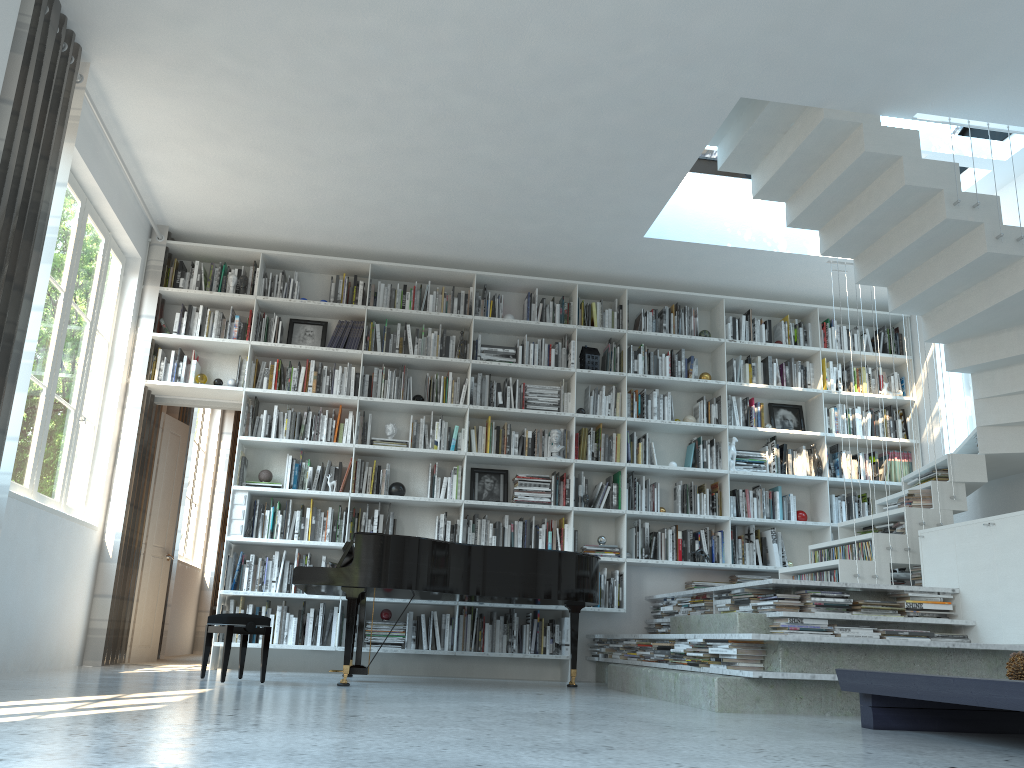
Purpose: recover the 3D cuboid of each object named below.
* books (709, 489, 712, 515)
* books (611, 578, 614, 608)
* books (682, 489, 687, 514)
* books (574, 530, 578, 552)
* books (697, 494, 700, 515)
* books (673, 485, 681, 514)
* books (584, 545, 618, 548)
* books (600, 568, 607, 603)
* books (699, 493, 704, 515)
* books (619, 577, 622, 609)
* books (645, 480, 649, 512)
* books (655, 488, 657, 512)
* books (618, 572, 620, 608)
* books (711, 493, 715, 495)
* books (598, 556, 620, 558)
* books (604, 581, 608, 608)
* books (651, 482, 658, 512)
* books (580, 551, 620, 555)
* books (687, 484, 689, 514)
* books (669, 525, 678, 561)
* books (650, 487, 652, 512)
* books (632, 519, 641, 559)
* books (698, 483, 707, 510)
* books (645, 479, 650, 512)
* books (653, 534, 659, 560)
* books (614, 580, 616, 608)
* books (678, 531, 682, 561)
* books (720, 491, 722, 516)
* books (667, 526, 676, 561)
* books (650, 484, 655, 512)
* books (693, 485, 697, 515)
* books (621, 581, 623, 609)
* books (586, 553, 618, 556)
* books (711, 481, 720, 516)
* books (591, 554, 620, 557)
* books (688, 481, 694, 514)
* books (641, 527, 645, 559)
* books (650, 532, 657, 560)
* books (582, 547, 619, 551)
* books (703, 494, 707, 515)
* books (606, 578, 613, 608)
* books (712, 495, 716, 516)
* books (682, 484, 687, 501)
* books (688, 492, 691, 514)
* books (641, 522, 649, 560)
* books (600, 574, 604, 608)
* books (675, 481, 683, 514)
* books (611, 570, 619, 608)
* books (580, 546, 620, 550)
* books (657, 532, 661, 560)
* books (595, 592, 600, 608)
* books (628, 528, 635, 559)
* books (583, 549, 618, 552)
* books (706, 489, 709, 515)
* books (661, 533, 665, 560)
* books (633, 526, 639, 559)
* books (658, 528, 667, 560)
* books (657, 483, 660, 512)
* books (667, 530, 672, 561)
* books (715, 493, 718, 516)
[{"bbox_3d":[1.577,0.976,7.155,0.021,0.231,0.155,5,-16,-8],"label":"books"},{"bbox_3d":[0.749,1.596,6.750,0.012,0.225,0.149,5,-16,-8],"label":"books"},{"bbox_3d":[1.362,0.962,7.108,0.016,0.215,0.178,5,-16,-8],"label":"books"},{"bbox_3d":[0.481,1.251,6.906,0.030,0.210,0.137,5,-16,-8],"label":"books"},{"bbox_3d":[1.464,0.984,7.111,0.018,0.181,0.182,5,-16,-8],"label":"books"},{"bbox_3d":[1.328,0.946,7.123,0.019,0.251,0.130,5,-16,-8],"label":"books"},{"bbox_3d":[0.682,1.261,6.862,0.254,0.012,0.161,2,-16,1],"label":"books"},{"bbox_3d":[0.689,1.558,6.760,0.032,0.299,0.149,5,-16,-8],"label":"books"},{"bbox_3d":[1.503,0.984,7.129,0.015,0.194,0.176,5,-16,-8],"label":"books"},{"bbox_3d":[0.808,1.597,6.757,0.013,0.232,0.149,5,-16,-8],"label":"books"},{"bbox_3d":[1.057,0.913,7.075,0.012,0.266,0.183,5,-16,-8],"label":"books"},{"bbox_3d":[1.120,0.948,7.079,0.014,0.207,0.181,5,-16,-8],"label":"books"},{"bbox_3d":[0.793,1.581,6.773,0.015,0.270,0.158,5,-16,-8],"label":"books"},{"bbox_3d":[1.610,0.991,7.158,0.016,0.204,0.142,5,-16,-8],"label":"books"},{"bbox_3d":[0.678,1.344,6.844,0.285,0.012,0.160,4,-16,-5],"label":"books"},{"bbox_3d":[0.709,1.606,6.749,0.013,0.202,0.139,5,-16,-8],"label":"books"},{"bbox_3d":[1.134,0.925,7.093,0.014,0.260,0.142,5,-16,-8],"label":"books"},{"bbox_3d":[0.680,1.309,6.854,0.285,0.012,0.160,4,-16,-5],"label":"books"},{"bbox_3d":[1.388,0.947,7.130,0.008,0.258,0.159,5,-16,-8],"label":"books"},{"bbox_3d":[1.278,1.270,7.008,0.012,0.292,0.175,5,-16,-8],"label":"books"},{"bbox_3d":[1.093,0.942,7.090,0.008,0.222,0.134,5,-16,-8],"label":"books"},{"bbox_3d":[0.977,1.233,6.963,0.010,0.315,0.187,5,-16,-8],"label":"books"},{"bbox_3d":[1.533,0.948,7.143,0.006,0.273,0.173,5,-16,-8],"label":"books"},{"bbox_3d":[1.074,0.911,7.095,0.006,0.284,0.160,5,-16,-8],"label":"books"},{"bbox_3d":[1.124,1.297,6.987,0.011,0.216,0.176,5,-16,-8],"label":"books"},{"bbox_3d":[0.763,1.599,6.733,0.011,0.211,0.179,5,-16,-8],"label":"books"},{"bbox_3d":[1.298,1.296,7.007,0.031,0.243,0.185,5,-16,-8],"label":"books"},{"bbox_3d":[1.667,0.989,7.173,0.009,0.223,0.146,5,-16,-8],"label":"books"},{"bbox_3d":[1.263,1.279,7.026,0.012,0.284,0.160,5,-16,-8],"label":"books"},{"bbox_3d":[1.106,0.933,7.084,0.015,0.237,0.177,5,-16,-8],"label":"books"},{"bbox_3d":[1.447,0.950,7.119,0.018,0.250,0.184,5,-16,-8],"label":"books"},{"bbox_3d":[0.818,1.614,6.767,0.012,0.205,0.161,5,-16,-8],"label":"books"},{"bbox_3d":[0.679,1.321,6.852,0.254,0.012,0.161,3,-16,-2],"label":"books"},{"bbox_3d":[1.639,0.946,7.157,0.007,0.294,0.162,5,-16,-8],"label":"books"},{"bbox_3d":[0.678,1.334,6.852,0.285,0.012,0.160,3,-16,-3],"label":"books"},{"bbox_3d":[1.431,0.939,7.146,0.007,0.284,0.160,5,-16,-8],"label":"books"},{"bbox_3d":[1.006,1.264,6.960,0.023,0.255,0.178,5,-16,-8],"label":"books"},{"bbox_3d":[1.087,1.287,6.982,0.065,0.230,0.162,5,-16,-8],"label":"books"},{"bbox_3d":[0.681,1.284,6.854,0.254,0.012,0.161,5,-16,-8],"label":"books"},{"bbox_3d":[1.520,0.990,7.125,0.019,0.182,0.191,5,-16,-8],"label":"books"},{"bbox_3d":[0.733,1.590,6.731,0.026,0.224,0.175,5,-16,-8],"label":"books"},{"bbox_3d":[1.598,0.994,7.126,0.016,0.180,0.190,5,-16,-8],"label":"books"},{"bbox_3d":[1.376,0.944,7.130,0.015,0.261,0.150,5,-16,-8],"label":"books"},{"bbox_3d":[1.403,0.978,7.145,0.031,0.208,0.122,5,-16,-8],"label":"books"},{"bbox_3d":[1.034,1.248,6.968,0.030,0.293,0.189,5,-16,-8],"label":"books"},{"bbox_3d":[0.668,1.577,6.732,0.014,0.245,0.177,5,-16,-8],"label":"books"},{"bbox_3d":[1.344,0.932,7.142,0.016,0.289,0.132,5,-16,-8],"label":"books"},{"bbox_3d":[0.779,1.567,6.752,0.021,0.284,0.173,5,-16,-8],"label":"books"},{"bbox_3d":[0.681,1.275,6.866,0.285,0.012,0.160,4,-16,-4],"label":"books"},{"bbox_3d":[1.143,1.293,7.001,0.029,0.234,0.143,5,-16,-8],"label":"books"},{"bbox_3d":[0.645,1.569,6.739,0.005,0.263,0.163,5,-16,-8],"label":"books"},{"bbox_3d":[0.939,1.265,6.968,0.012,0.253,0.161,5,-16,-8],"label":"books"},{"bbox_3d":[0.680,1.299,6.861,0.254,0.012,0.161,3,-16,-3],"label":"books"},{"bbox_3d":[1.544,0.970,7.137,0.018,0.229,0.182,5,-16,-8],"label":"books"},{"bbox_3d":[1.169,1.297,7.000,0.024,0.227,0.160,5,-16,-8],"label":"books"},{"bbox_3d":[0.960,1.257,6.953,0.023,0.261,0.187,5,-16,-8],"label":"books"},{"bbox_3d":[1.189,1.279,7.006,0.014,0.267,0.172,5,-16,-8],"label":"books"},{"bbox_3d":[1.147,0.931,7.094,0.013,0.250,0.173,5,-16,-8],"label":"books"},{"bbox_3d":[1.222,1.286,6.998,0.025,0.252,0.182,5,-16,-8],"label":"books"},{"bbox_3d":[1.626,0.991,7.150,0.013,0.203,0.159,5,-16,-8],"label":"books"}]
